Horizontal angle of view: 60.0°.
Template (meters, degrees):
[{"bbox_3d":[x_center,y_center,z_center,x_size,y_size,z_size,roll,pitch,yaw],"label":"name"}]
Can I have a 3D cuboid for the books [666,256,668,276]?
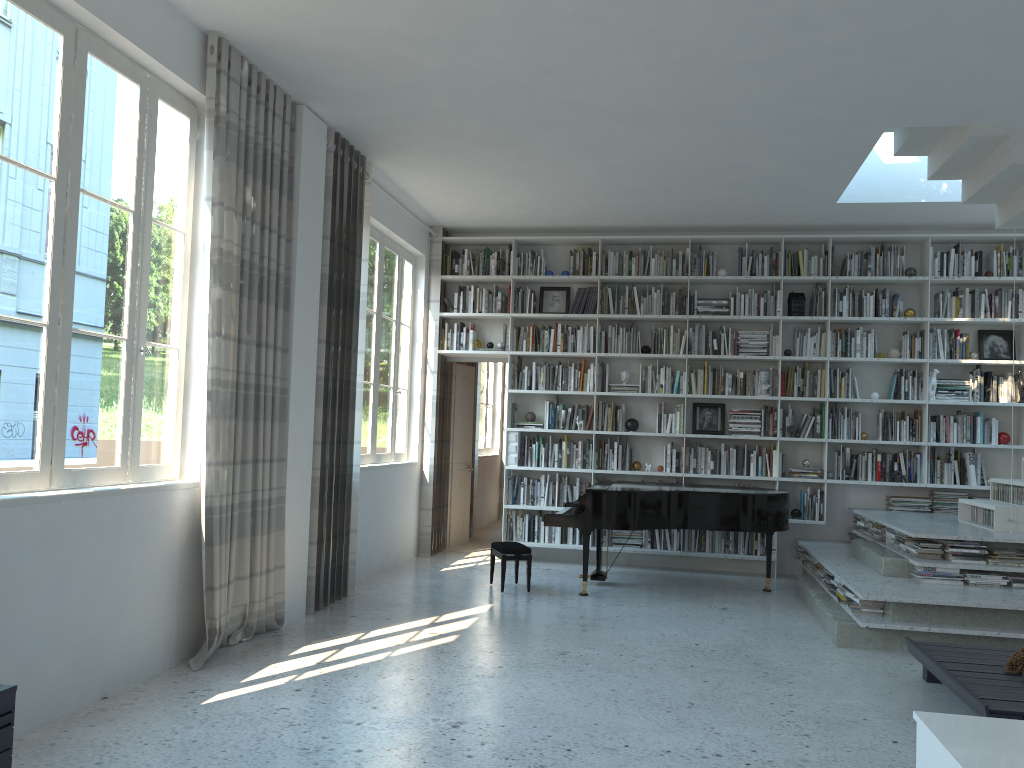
[{"bbox_3d":[1.480,-1.102,8.482,0.013,0.207,0.178,2,-3,11],"label":"books"}]

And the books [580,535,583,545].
[{"bbox_3d":[0.699,1.412,8.535,0.065,0.256,0.156,2,-3,11],"label":"books"}]

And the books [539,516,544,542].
[{"bbox_3d":[0.286,1.406,8.613,0.022,0.246,0.135,2,-3,11],"label":"books"}]

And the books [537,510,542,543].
[{"bbox_3d":[0.266,1.377,8.597,0.013,0.300,0.184,2,-3,11],"label":"books"}]

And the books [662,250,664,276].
[{"bbox_3d":[1.447,-1.132,8.496,0.014,0.266,0.192,2,-3,11],"label":"books"}]

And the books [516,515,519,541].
[{"bbox_3d":[0.069,1.400,8.647,0.024,0.246,0.143,2,-3,11],"label":"books"}]

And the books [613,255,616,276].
[{"bbox_3d":[0.998,-1.120,8.587,0.023,0.220,0.181,2,-3,11],"label":"books"}]

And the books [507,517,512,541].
[{"bbox_3d":[-0.018,1.413,8.667,0.023,0.216,0.158,2,-3,11],"label":"books"}]

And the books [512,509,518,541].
[{"bbox_3d":[0.035,1.375,8.648,0.044,0.293,0.181,2,-3,11],"label":"books"}]

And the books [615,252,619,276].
[{"bbox_3d":[1.022,-1.135,8.587,0.023,0.251,0.170,2,-3,11],"label":"books"}]

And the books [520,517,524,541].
[{"bbox_3d":[0.101,1.410,8.632,0.022,0.226,0.154,2,-3,11],"label":"books"}]

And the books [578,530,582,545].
[{"bbox_3d":[0.658,1.385,8.521,0.012,0.303,0.165,2,-3,11],"label":"books"}]

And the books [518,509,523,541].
[{"bbox_3d":[0.087,1.364,8.642,0.011,0.318,0.157,2,-3,11],"label":"books"}]

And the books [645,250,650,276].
[{"bbox_3d":[1.304,-1.139,8.526,0.052,0.272,0.172,2,-3,11],"label":"books"}]

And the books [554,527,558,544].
[{"bbox_3d":[0.439,1.429,8.561,0.028,0.206,0.171,2,-3,11],"label":"books"}]

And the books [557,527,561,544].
[{"bbox_3d":[0.467,1.438,8.549,0.031,0.188,0.190,2,-3,11],"label":"books"}]

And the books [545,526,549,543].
[{"bbox_3d":[0.352,1.397,8.580,0.031,0.266,0.186,2,-3,11],"label":"books"}]

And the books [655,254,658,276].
[{"bbox_3d":[1.388,-1.117,8.524,0.026,0.235,0.134,2,-3,11],"label":"books"}]

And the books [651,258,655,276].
[{"bbox_3d":[1.358,-1.096,8.520,0.031,0.190,0.181,2,-3,11],"label":"books"}]

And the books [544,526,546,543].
[{"bbox_3d":[0.334,1.425,8.609,0.014,0.211,0.146,2,-3,11],"label":"books"}]

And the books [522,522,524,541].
[{"bbox_3d":[0.122,1.431,8.634,0.022,0.186,0.145,2,-3,11],"label":"books"}]

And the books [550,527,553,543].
[{"bbox_3d":[0.393,1.398,8.573,0.025,0.266,0.159,2,-3,11],"label":"books"}]

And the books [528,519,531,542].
[{"bbox_3d":[0.180,1.423,8.627,0.022,0.205,0.158,2,-3,11],"label":"books"}]

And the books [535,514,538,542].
[{"bbox_3d":[0.248,1.400,8.614,0.027,0.256,0.160,2,-3,11],"label":"books"}]

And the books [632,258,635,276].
[{"bbox_3d":[1.177,-1.105,8.562,0.030,0.201,0.152,2,-3,11],"label":"books"}]

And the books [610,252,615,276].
[{"bbox_3d":[0.972,-1.137,8.597,0.031,0.254,0.145,2,-3,11],"label":"books"}]

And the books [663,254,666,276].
[{"bbox_3d":[1.465,-1.112,8.498,0.021,0.228,0.161,2,-3,11],"label":"books"}]

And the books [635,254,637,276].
[{"bbox_3d":[1.198,-1.122,8.556,0.013,0.234,0.154,2,-3,11],"label":"books"}]

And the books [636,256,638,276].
[{"bbox_3d":[1.209,-1.112,8.546,0.011,0.215,0.160,2,-3,11],"label":"books"}]

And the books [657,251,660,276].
[{"bbox_3d":[1.408,-1.133,8.522,0.014,0.269,0.156,2,-3,11],"label":"books"}]

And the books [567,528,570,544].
[{"bbox_3d":[0.556,1.423,8.550,0.022,0.224,0.141,2,-3,11],"label":"books"}]

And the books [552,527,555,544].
[{"bbox_3d":[0.415,1.422,8.567,0.021,0.218,0.190,2,-3,11],"label":"books"}]

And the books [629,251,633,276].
[{"bbox_3d":[1.151,-1.139,8.578,0.028,0.268,0.151,2,-3,11],"label":"books"}]

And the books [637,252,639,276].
[{"bbox_3d":[1.221,-1.130,8.545,0.013,0.251,0.183,2,-3,11],"label":"books"}]

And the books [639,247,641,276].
[{"bbox_3d":[1.234,-1.153,8.546,0.010,0.298,0.151,2,-3,11],"label":"books"}]

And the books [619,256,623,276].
[{"bbox_3d":[1.056,-1.113,8.562,0.029,0.208,0.178,2,-3,11],"label":"books"}]

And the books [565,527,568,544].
[{"bbox_3d":[0.535,1.428,8.566,0.024,0.214,0.137,2,-3,11],"label":"books"}]

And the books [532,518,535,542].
[{"bbox_3d":[0.223,1.416,8.612,0.022,0.221,0.163,2,-3,11],"label":"books"}]

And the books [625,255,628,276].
[{"bbox_3d":[1.114,-1.123,8.594,0.025,0.234,0.129,2,-3,11],"label":"books"}]

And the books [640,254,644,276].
[{"bbox_3d":[1.254,-1.120,8.553,0.029,0.235,0.130,2,-3,11],"label":"books"}]

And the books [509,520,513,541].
[{"bbox_3d":[0.002,1.425,8.636,0.029,0.190,0.176,2,-3,11],"label":"books"}]

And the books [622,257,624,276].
[{"bbox_3d":[1.080,-1.111,8.571,0.014,0.207,0.166,2,-3,11],"label":"books"}]

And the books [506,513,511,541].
[{"bbox_3d":[-0.035,1.394,8.671,0.012,0.254,0.161,2,-3,11],"label":"books"}]

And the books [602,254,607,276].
[{"bbox_3d":[0.897,-1.131,8.605,0.029,0.237,0.156,2,-3,11],"label":"books"}]

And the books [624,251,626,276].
[{"bbox_3d":[1.093,-1.139,8.572,0.010,0.264,0.160,2,-3,11],"label":"books"}]

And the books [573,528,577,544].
[{"bbox_3d":[0.617,1.406,8.560,0.040,0.264,0.137,2,-3,11],"label":"books"}]

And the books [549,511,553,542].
[{"bbox_3d":[0.378,1.379,8.595,0.014,0.304,0.139,2,-3,11],"label":"books"}]

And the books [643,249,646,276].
[{"bbox_3d":[1.273,-1.141,8.535,0.013,0.276,0.164,2,-3,11],"label":"books"}]

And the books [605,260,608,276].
[{"bbox_3d":[0.925,-1.102,8.614,0.024,0.183,0.133,2,-3,11],"label":"books"}]

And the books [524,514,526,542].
[{"bbox_3d":[0.137,1.393,8.614,0.013,0.261,0.174,2,-3,11],"label":"books"}]

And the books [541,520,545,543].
[{"bbox_3d":[0.307,1.427,8.583,0.030,0.201,0.168,2,-3,11],"label":"books"}]

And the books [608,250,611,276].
[{"bbox_3d":[0.951,-1.149,8.622,0.021,0.279,0.141,2,-3,11],"label":"books"}]

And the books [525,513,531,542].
[{"bbox_3d":[0.156,1.392,8.617,0.023,0.266,0.177,2,-3,11],"label":"books"}]

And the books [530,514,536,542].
[{"bbox_3d":[0.203,1.401,8.627,0.022,0.252,0.139,2,-3,11],"label":"books"}]

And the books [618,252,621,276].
[{"bbox_3d":[1.039,-1.134,8.579,0.012,0.249,0.174,2,-3,11],"label":"books"}]

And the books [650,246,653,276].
[{"bbox_3d":[1.339,-1.158,8.534,0.014,0.315,0.166,2,-3,11],"label":"books"}]

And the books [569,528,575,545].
[{"bbox_3d":[0.580,1.408,8.544,0.027,0.256,0.179,2,-3,11],"label":"books"}]

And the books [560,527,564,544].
[{"bbox_3d":[0.494,1.411,8.545,0.023,0.244,0.188,2,-3,11],"label":"books"}]

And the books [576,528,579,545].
[{"bbox_3d":[0.642,1.389,8.526,0.021,0.295,0.188,2,-3,11],"label":"books"}]

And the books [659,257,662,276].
[{"bbox_3d":[1.430,-1.105,8.525,0.029,0.213,0.141,2,-3,11],"label":"books"}]
